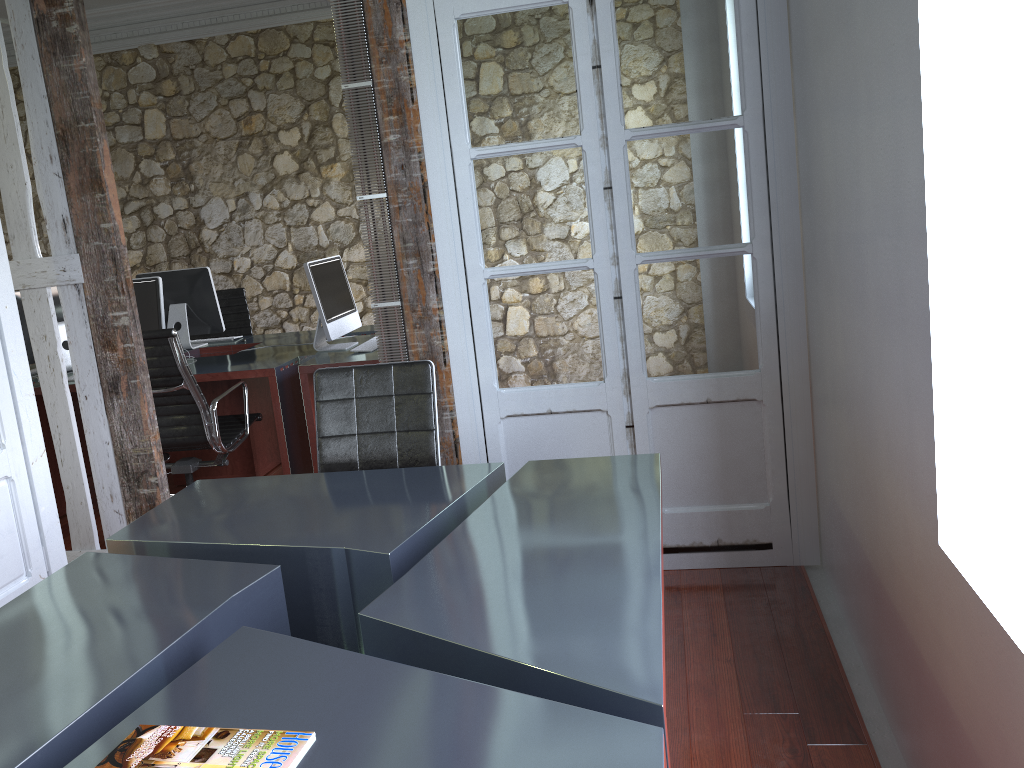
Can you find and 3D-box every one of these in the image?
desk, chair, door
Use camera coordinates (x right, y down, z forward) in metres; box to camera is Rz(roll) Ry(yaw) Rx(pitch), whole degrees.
[{"bbox_3d":[-1.718,0.182,5.154,2.505,0.721,1.314,-4,11,10],"label":"desk"},{"bbox_3d":[-1.963,-0.087,5.877,0.665,1.014,0.706,-5,10,6],"label":"chair"},{"bbox_3d":[-1.576,0.202,4.294,0.665,1.014,0.705,-6,10,5],"label":"chair"},{"bbox_3d":[-1.968,-0.022,2.750,0.041,2.161,1.068,-5,10,10],"label":"door"},{"bbox_3d":[0.374,-0.368,3.166,1.159,2.163,0.041,-5,9,10],"label":"door"},{"bbox_3d":[-0.470,0.441,2.824,0.475,0.911,0.607,-5,10,10],"label":"chair"},{"bbox_3d":[-0.385,0.759,1.883,1.444,0.648,1.730,-4,12,10],"label":"desk"}]

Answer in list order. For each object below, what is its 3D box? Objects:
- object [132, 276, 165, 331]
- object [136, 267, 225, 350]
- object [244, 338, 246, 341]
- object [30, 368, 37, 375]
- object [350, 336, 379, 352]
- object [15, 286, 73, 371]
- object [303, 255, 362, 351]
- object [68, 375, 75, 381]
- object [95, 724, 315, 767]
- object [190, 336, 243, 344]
[{"bbox_3d":[-2.110,-0.328,4.849,0.483,0.481,0.191,-5,9,10],"label":"object"},{"bbox_3d":[-2.040,-0.458,5.431,0.483,0.481,0.191,-5,9,10],"label":"object"},{"bbox_3d":[-1.662,-0.277,5.517,0.011,0.011,0.150,-9,12,-13],"label":"object"},{"bbox_3d":[-2.774,-0.075,5.127,0.118,0.017,0.443,-4,12,10],"label":"object"},{"bbox_3d":[-0.736,-0.216,4.725,0.118,0.017,0.443,-4,12,10],"label":"object"},{"bbox_3d":[-2.586,-0.314,5.035,0.189,0.481,0.488,0,12,35],"label":"object"},{"bbox_3d":[-0.975,-0.433,4.754,0.189,0.481,0.488,-5,10,10],"label":"object"},{"bbox_3d":[-2.145,-0.048,4.672,0.438,0.017,0.120,-4,12,10],"label":"object"},{"bbox_3d":[-0.469,0.564,1.268,0.307,0.012,0.226,-3,12,15],"label":"object"},{"bbox_3d":[-1.954,-0.282,5.678,0.438,0.017,0.120,-4,12,10],"label":"object"}]
